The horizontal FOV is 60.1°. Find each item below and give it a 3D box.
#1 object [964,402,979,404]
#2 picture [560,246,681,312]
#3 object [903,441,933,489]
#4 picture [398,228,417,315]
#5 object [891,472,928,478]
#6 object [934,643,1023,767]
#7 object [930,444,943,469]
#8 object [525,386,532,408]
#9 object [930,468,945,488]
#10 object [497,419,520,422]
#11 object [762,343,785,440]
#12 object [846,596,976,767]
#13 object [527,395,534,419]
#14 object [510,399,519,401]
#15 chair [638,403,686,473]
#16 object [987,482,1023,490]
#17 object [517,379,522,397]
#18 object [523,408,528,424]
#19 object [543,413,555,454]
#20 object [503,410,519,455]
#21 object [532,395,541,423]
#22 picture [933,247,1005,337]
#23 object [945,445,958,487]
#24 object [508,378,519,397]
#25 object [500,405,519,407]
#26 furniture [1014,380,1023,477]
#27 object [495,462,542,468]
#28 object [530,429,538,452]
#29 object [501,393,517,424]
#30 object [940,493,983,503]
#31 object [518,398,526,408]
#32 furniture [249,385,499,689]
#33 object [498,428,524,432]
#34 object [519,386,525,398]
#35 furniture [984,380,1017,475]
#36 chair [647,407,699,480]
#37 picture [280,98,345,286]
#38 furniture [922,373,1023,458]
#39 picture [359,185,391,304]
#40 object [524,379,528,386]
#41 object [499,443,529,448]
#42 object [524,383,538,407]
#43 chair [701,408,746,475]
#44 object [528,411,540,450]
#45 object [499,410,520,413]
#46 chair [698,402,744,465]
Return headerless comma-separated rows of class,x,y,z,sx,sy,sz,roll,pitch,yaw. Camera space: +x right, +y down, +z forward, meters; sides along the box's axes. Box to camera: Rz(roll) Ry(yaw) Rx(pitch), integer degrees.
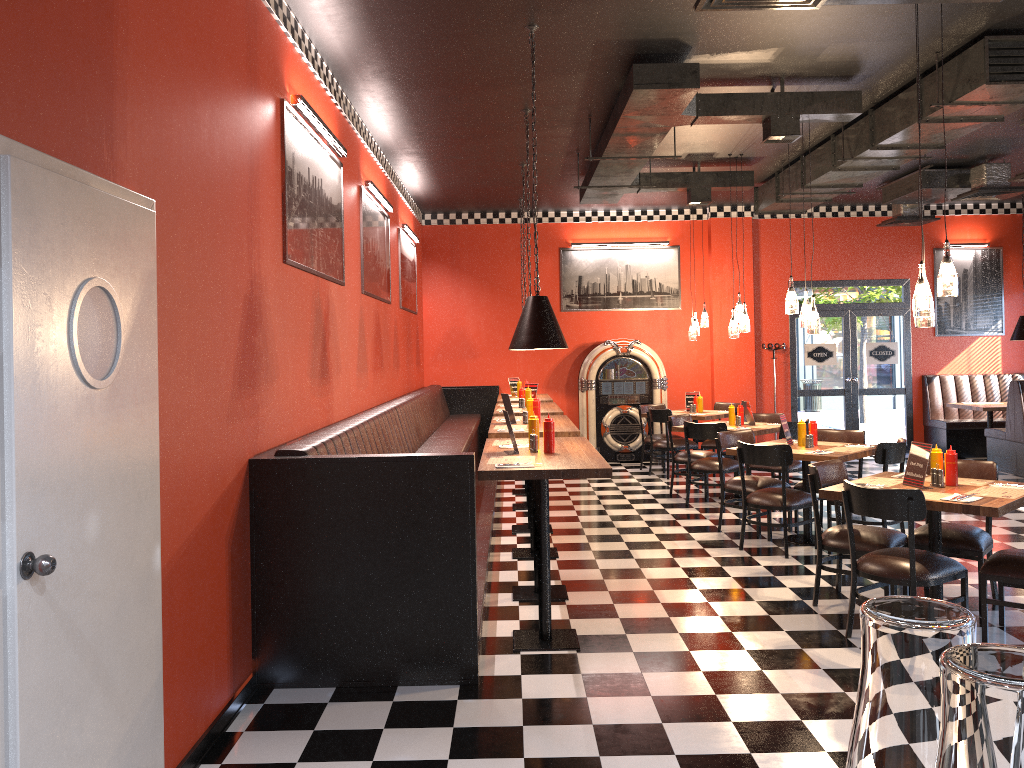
object,6.302,0.260,12.164,0.157,0.019,0.255,-1,2,1
picture,1.601,-1.550,13.064,1.769,0.940,0.023,-1,0,0
object,2.377,0.474,5.195,0.072,0.257,0.188,-1,0,-10
picture,-1.310,-1.384,11.206,0.023,0.939,1.770,-1,2,0
object,2.500,0.577,5.590,0.255,0.019,0.157,-3,3,-44
object,0.306,0.274,0.540,0.105,0.209,0.105,-1,0,45
object,2.535,0.477,5.286,0.068,0.238,0.068,-1,0,15
object,0.179,0.137,9.626,0.068,0.238,0.068,-1,0,-11
object,2.487,0.534,5.180,0.047,0.136,0.093,-1,0,-10
object,-0.011,0.318,7.798,0.255,0.019,0.157,-1,2,-3
object,3.807,0.238,12.829,0.374,1.659,0.374,-1,0,22
object,0.300,0.270,0.652,0.105,0.209,0.105,-1,0,45
object,0.163,0.211,7.612,0.068,0.238,0.068,-1,0,9
object,0.026,0.195,11.109,0.255,0.019,0.157,-1,2,-3
chair,1.983,0.707,11.771,0.486,0.868,0.544,-1,0,-36
object,2.871,0.586,5.132,0.157,0.019,0.255,-3,3,-41
object,0.101,0.056,11.847,0.068,0.238,0.068,-1,0,-7
object,0.115,0.268,7.506,0.047,0.136,0.093,-1,0,-10
object,0.222,0.295,5.317,0.068,0.238,0.068,-1,0,-25
object,-0.008,0.288,5.370,0.072,0.257,0.188,-1,0,-9
object,0.208,0.213,7.531,0.068,0.238,0.068,-1,0,20
picture,6.743,-1.360,13.074,1.023,1.302,0.016,-1,0,0
object,2.580,0.479,5.204,0.068,0.238,0.068,-1,0,43
object,0.045,0.045,11.931,0.188,0.257,0.072,-1,0,-40
object,-0.006,0.240,9.893,0.255,0.019,0.157,-1,2,-3
furniture,6.914,0.522,10.325,1.709,1.155,0.706,-1,0,0
object,0.036,0.430,4.739,0.255,0.019,0.157,-1,2,-3
object,0.133,0.345,5.405,0.047,0.136,0.093,-1,0,-9
object,-0.029,0.208,7.530,0.072,0.257,0.188,-1,0,-21
object,2.427,0.608,4.769,0.255,0.019,0.157,-3,3,-42
object,0.107,0.192,9.567,0.047,0.136,0.093,-1,0,-35
furniture,-0.725,0.733,8.677,1.104,1.149,8.761,-1,2,0
object,0.015,0.353,6.831,0.255,0.019,0.157,-1,2,-3
object,0.108,0.136,9.687,0.068,0.238,0.068,-1,0,-5
furniture,6.913,0.495,11.030,1.709,1.155,0.706,-1,0,0
chair,1.998,0.729,11.166,0.545,0.868,0.486,-1,0,-25
picture,-1.301,-1.189,5.923,0.023,0.939,1.770,-1,2,0
furniture,6.910,0.433,12.713,1.709,1.155,0.706,-1,0,0
picture,-1.305,-1.286,8.565,0.023,0.939,1.770,-1,2,0
object,0.194,0.055,11.837,0.068,0.238,0.068,-1,0,-7
object,0.042,0.394,5.699,0.255,0.019,0.157,-1,2,-3
object,0.196,0.123,9.738,0.188,0.257,0.072,-1,0,41
chair,2.703,0.717,11.137,0.544,0.868,0.486,-1,0,32
object,0.136,0.289,5.522,0.068,0.238,0.068,-1,0,-25
object,-0.002,0.274,8.973,0.255,0.019,0.157,-1,2,-3
chair,2.803,0.688,11.858,0.545,0.868,0.486,-1,0,-35
